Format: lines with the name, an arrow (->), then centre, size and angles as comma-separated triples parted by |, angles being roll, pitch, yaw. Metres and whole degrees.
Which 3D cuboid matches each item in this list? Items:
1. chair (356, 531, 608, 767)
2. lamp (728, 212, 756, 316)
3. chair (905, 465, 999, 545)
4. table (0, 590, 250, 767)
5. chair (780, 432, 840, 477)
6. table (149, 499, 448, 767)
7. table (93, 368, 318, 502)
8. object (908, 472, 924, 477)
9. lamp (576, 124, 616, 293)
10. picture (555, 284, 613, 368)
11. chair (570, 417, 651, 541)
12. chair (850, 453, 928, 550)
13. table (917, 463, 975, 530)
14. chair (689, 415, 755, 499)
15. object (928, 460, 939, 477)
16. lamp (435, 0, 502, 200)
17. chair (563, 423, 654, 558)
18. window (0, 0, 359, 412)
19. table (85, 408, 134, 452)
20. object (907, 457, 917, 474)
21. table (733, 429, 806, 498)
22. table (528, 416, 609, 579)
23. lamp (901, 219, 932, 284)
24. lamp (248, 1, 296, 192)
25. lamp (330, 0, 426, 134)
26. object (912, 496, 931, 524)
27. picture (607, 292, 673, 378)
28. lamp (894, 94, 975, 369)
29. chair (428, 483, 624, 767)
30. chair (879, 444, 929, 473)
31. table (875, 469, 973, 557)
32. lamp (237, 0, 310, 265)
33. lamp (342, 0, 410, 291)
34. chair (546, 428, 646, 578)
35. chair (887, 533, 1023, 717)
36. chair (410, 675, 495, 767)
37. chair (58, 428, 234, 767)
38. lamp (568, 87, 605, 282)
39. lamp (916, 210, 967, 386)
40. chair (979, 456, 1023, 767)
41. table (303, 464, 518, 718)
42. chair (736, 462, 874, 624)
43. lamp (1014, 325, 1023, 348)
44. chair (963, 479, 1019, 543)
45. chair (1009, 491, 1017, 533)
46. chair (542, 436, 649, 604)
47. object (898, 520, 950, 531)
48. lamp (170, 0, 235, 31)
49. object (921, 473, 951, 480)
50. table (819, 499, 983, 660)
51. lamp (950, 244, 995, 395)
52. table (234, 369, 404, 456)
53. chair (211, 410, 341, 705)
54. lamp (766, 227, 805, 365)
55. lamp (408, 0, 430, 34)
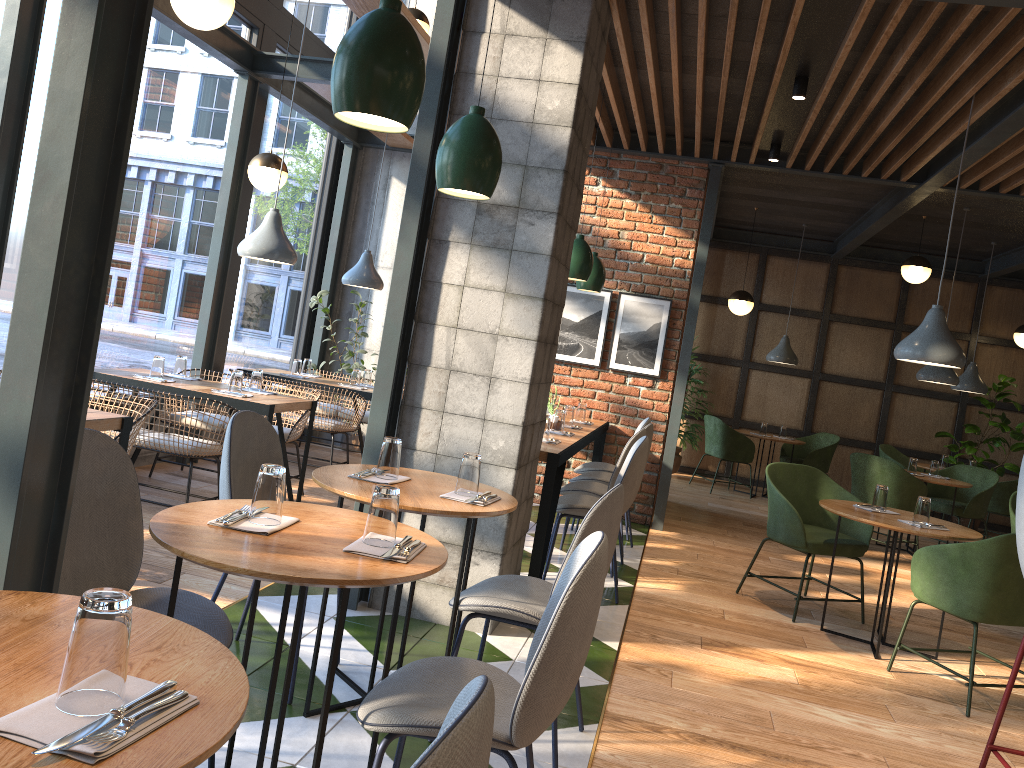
chair -> -0.093, 0.740, 2.038 | 0.508, 0.887, 0.418 | 9, 1, 7
lamp -> 2.729, -2.604, 9.455 | 0.267, 3.794, 0.269 | 9, 0, -36
chair -> 4.078, 1.152, 8.159 | 0.513, 0.818, 0.641 | 9, 1, -29
table -> -0.758, 0.747, 1.142 | 0.697, 0.747, 0.702 | 8, 2, -32
chair -> 3.361, 0.938, 10.109 | 0.514, 0.818, 0.640 | 9, 1, -14
table -> -0.560, 0.730, 2.135 | 0.697, 0.747, 0.702 | 8, 2, -37
table -> -1.975, 0.355, 5.456 | 1.273, 0.706, 0.657 | 10, 1, 11
object -> 3.505, 0.783, 7.834 | 0.157, 0.019, 0.243 | 8, 3, -24
lamp -> 0.745, -1.704, 6.733 | 0.224, 2.021, 0.223 | 9, 0, 15
picture -> 0.556, -0.476, 7.187 | 0.430, 0.631, 0.015 | 9, 0, 11
chair -> 0.714, 0.647, 6.570 | 0.508, 0.887, 0.418 | 9, 1, 7
chair -> 3.194, 1.033, 7.647 | 0.513, 0.818, 0.641 | 9, 1, -34
table -> 4.550, 1.242, 9.238 | 0.808, 0.687, 0.807 | 10, 2, 11
chair -> 2.376, 0.790, 9.847 | 0.514, 0.818, 0.640 | 9, 1, -14
object -> 3.795, 0.758, 7.962 | 0.080, 0.138, 0.080 | 9, 1, -41
lamp -> -0.001, -1.641, 3.004 | 0.224, 2.021, 0.223 | 9, 0, 15
chair -> 0.646, 0.663, 6.026 | 0.509, 0.887, 0.417 | 10, 1, 18
window -> -2.496, -2.565, 4.461 | 0.127, 5.597, 8.715 | 9, 2, 11
table -> -2.349, 0.387, 3.585 | 1.273, 0.706, 0.657 | 10, 1, 11
object -> 3.541, 0.723, 7.832 | 0.080, 0.138, 0.080 | 9, 1, -41
table -> 2.835, 0.925, 9.976 | 0.804, 0.687, 0.811 | 8, 2, -39
table -> 0.133, 0.650, 5.832 | 0.659, 0.765, 2.771 | 10, 3, 11
lamp -> 4.165, -2.835, 8.503 | 0.268, 3.794, 0.268 | 9, 0, -9
lamp -> -1.403, -3.200, 6.120 | 0.267, 3.794, 0.269 | 9, 0, -21
lamp -> -0.175, -1.626, 2.131 | 0.224, 2.021, 0.223 | 9, 0, 15
object -> 2.123, 0.653, 4.579 | 0.080, 0.138, 0.080 | 9, 1, -7
picture -> 1.020, -0.396, 7.091 | 0.430, 0.631, 0.015 | 9, 0, 11
lamp -> 2.581, -2.323, 4.720 | 0.351, 4.490, 0.354 | 9, 0, -44
chair -> 0.054, 0.721, 2.916 | 0.509, 0.887, 0.417 | 10, 1, 17
chair -> 4.226, 1.105, 9.596 | 0.517, 0.818, 0.636 | 10, 1, 43
table -> 3.604, 1.154, 7.895 | 0.804, 0.687, 0.811 | 8, 2, -37
lamp -> -1.109, -2.955, 5.305 | 0.352, 4.490, 0.354 | 9, 0, -27
lamp -> -0.895, -3.025, 7.424 | 0.351, 4.490, 0.354 | 9, 0, -44
chair -> 0.512, 0.669, 5.468 | 0.509, 0.887, 0.417 | 10, 1, 17
chair -> 2.201, 1.045, 4.141 | 0.637, 0.818, 0.516 | 9, 1, -19
chair -> -0.335, 0.750, 1.053 | 0.508, 0.887, 0.418 | 9, 1, 12
chair -> -0.962, 0.589, 2.221 | 0.508, 0.887, 0.418 | 9, 1, 12
lamp -> 0.570, -1.689, 5.860 | 0.224, 2.021, 0.223 | 9, 0, 15
lamp -> 4.145, -2.225, 7.886 | 0.351, 4.490, 0.354 | 9, 0, -44
chair -> 1.622, 0.819, 2.472 | 0.508, 1.243, 0.418 | 9, 0, 11
table -> -0.385, 0.715, 3.009 | 0.701, 0.747, 0.698 | 10, 1, 21
chair -> 1.762, 0.920, 5.219 | 0.637, 0.818, 0.517 | 9, 1, -24
lamp -> 5.852, -2.252, 9.558 | 0.267, 3.794, 0.269 | 9, 0, -36
chair -> 4.920, 1.256, 8.842 | 0.636, 0.818, 0.517 | 8, 1, -42
chair -> 3.795, 1.202, 6.229 | 0.639, 0.818, 0.514 | 9, 1, 11
chair -> 0.439, 0.685, 4.898 | 0.508, 0.887, 0.418 | 9, 1, 7
object -> 2.109, 0.719, 4.553 | 0.242, 0.019, 0.158 | 8, 3, -20
lamp -> -1.050, -3.405, 3.815 | 0.267, 3.794, 0.269 | 9, 0, -36
object -> 3.814, 0.828, 7.952 | 0.157, 0.019, 0.243 | 8, 3, -24
table -> 2.004, 1.051, 4.721 | 0.811, 0.687, 0.804 | 11, 2, 42
lamp -> 5.121, -2.133, 9.230 | 0.351, 4.490, 0.354 | 9, 0, -44
table -> -1.598, 0.323, 7.340 | 1.273, 0.706, 0.657 | 10, 1, 11
chair -> -0.802, 0.571, 3.125 | 0.508, 0.887, 0.418 | 9, 1, 12
lamp -> 3.392, -2.451, 9.950 | 0.351, 4.490, 0.354 | 9, 0, -44
lamp -> -0.501, -4.558, 6.975 | 0.269, 3.794, 0.267 | 9, 0, 32
